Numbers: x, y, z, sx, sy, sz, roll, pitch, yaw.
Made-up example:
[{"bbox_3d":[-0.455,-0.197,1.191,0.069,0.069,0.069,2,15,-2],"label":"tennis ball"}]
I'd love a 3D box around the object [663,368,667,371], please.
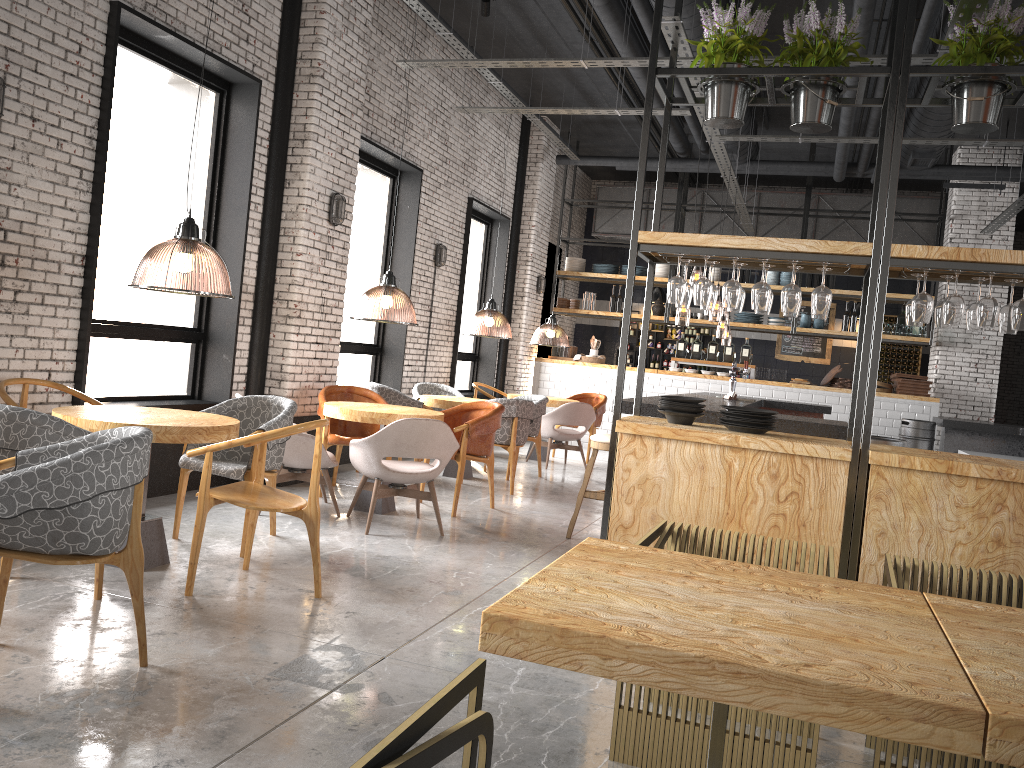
[{"bbox_3d":[2.944,-0.259,17.050,0.092,0.112,0.100,6,1,5],"label":"object"}]

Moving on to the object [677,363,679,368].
[{"bbox_3d":[3.155,-0.382,16.992,0.100,0.139,0.088,6,1,19],"label":"object"}]

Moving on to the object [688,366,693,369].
[{"bbox_3d":[3.401,-0.266,16.907,0.100,0.139,0.088,6,1,19],"label":"object"}]

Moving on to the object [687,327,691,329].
[{"bbox_3d":[3.383,-1.110,16.907,0.076,0.111,0.076,6,1,-7],"label":"object"}]

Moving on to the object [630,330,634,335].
[{"bbox_3d":[2.338,-1.002,17.255,0.076,0.111,0.076,6,1,13],"label":"object"}]

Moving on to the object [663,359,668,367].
[{"bbox_3d":[2.956,-0.405,17.059,0.100,0.139,0.088,6,1,19],"label":"object"}]

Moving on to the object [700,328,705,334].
[{"bbox_3d":[3.624,-1.081,16.845,0.079,0.280,0.079,6,1,-8],"label":"object"}]

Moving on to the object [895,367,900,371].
[{"bbox_3d":[6.816,-0.269,15.666,0.079,0.079,0.283,6,2,18],"label":"object"}]

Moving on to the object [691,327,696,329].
[{"bbox_3d":[3.461,-1.102,16.883,0.076,0.111,0.076,6,1,23],"label":"object"}]

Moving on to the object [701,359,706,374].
[{"bbox_3d":[3.640,-0.333,16.825,0.079,0.280,0.079,6,1,22],"label":"object"}]

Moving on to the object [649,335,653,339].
[{"bbox_3d":[2.689,-0.904,17.133,0.071,0.083,0.071,6,1,8],"label":"object"}]

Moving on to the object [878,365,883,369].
[{"bbox_3d":[6.540,-0.299,15.728,0.079,0.079,0.283,6,2,18],"label":"object"}]

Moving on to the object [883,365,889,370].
[{"bbox_3d":[6.632,-0.289,15.707,0.079,0.079,0.283,6,2,18],"label":"object"}]

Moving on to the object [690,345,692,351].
[{"bbox_3d":[3.433,-0.690,16.903,0.081,0.113,0.071,6,1,18],"label":"object"}]

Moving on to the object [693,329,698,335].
[{"bbox_3d":[3.489,-0.987,16.870,0.076,0.111,0.076,6,1,13],"label":"object"}]

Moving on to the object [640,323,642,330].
[{"bbox_3d":[2.529,-1.118,17.191,0.079,0.156,0.079,5,1,-42],"label":"object"}]

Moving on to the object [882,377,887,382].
[{"bbox_3d":[6.603,-0.080,15.687,0.079,0.079,0.281,6,2,18],"label":"object"}]

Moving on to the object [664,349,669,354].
[{"bbox_3d":[2.968,-0.637,17.054,0.119,0.111,0.085,5,1,-13],"label":"object"}]

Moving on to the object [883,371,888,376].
[{"bbox_3d":[6.627,-0.185,15.726,0.079,0.079,0.281,6,2,18],"label":"object"}]

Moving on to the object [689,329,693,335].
[{"bbox_3d":[3.410,-0.996,16.894,0.076,0.111,0.076,7,1,38],"label":"object"}]

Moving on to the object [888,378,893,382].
[{"bbox_3d":[6.697,-0.070,15.670,0.079,0.079,0.281,6,2,18],"label":"object"}]

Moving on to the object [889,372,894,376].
[{"bbox_3d":[6.710,-0.174,15.678,0.079,0.079,0.281,6,2,18],"label":"object"}]

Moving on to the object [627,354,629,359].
[{"bbox_3d":[2.249,-0.538,17.271,0.070,0.083,0.071,5,2,-32],"label":"object"}]

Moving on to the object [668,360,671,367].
[{"bbox_3d":[3.058,-0.393,17.024,0.100,0.139,0.088,6,1,19],"label":"object"}]

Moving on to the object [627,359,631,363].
[{"bbox_3d":[2.278,-0.451,17.261,0.071,0.083,0.071,7,2,43],"label":"object"}]

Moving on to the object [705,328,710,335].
[{"bbox_3d":[3.713,-1.071,16.815,0.079,0.280,0.079,6,1,12],"label":"object"}]

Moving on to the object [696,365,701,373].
[{"bbox_3d":[3.554,-0.343,16.851,0.079,0.280,0.079,6,1,37],"label":"object"}]

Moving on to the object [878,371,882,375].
[{"bbox_3d":[6.532,-0.195,15.738,0.079,0.079,0.281,6,2,18],"label":"object"}]

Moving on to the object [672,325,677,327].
[{"bbox_3d":[3.122,-1.173,16.994,0.079,0.156,0.079,5,1,-37],"label":"object"}]

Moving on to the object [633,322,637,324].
[{"bbox_3d":[2.393,-1.233,17.261,0.081,0.113,0.071,6,1,19],"label":"object"}]

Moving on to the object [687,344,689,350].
[{"bbox_3d":[3.341,-0.700,16.934,0.081,0.113,0.071,6,1,18],"label":"object"}]

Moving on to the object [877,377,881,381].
[{"bbox_3d":[6.526,-0.090,15.754,0.079,0.079,0.281,6,2,18],"label":"object"}]

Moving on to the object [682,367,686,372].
[{"bbox_3d":[3.287,-0.264,16.922,0.076,0.111,0.076,5,1,-17],"label":"object"}]

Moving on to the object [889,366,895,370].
[{"bbox_3d":[6.721,-0.279,15.677,0.079,0.079,0.283,6,2,18],"label":"object"}]

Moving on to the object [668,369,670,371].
[{"bbox_3d":[3.034,-0.246,17.021,0.092,0.108,0.105,6,2,30],"label":"object"}]

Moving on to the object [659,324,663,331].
[{"bbox_3d":[2.878,-1.164,17.096,0.079,0.280,0.079,6,1,-3],"label":"object"}]

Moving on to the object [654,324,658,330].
[{"bbox_3d":[2.790,-1.174,17.126,0.079,0.280,0.079,6,1,22],"label":"object"}]

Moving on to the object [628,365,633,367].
[{"bbox_3d":[2.304,-0.325,17.280,0.090,0.101,0.111,5,1,-15],"label":"object"}]

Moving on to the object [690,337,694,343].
[{"bbox_3d":[3.432,-0.835,16.884,0.076,0.111,0.076,6,1,-7],"label":"object"}]

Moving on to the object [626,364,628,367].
[{"bbox_3d":[2.209,-0.336,17.311,0.090,0.101,0.111,5,2,-20],"label":"object"}]

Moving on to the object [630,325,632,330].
[{"bbox_3d":[2.303,-1.104,17.266,0.071,0.083,0.071,7,2,43],"label":"object"}]

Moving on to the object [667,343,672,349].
[{"bbox_3d":[3.034,-0.727,17.044,0.090,0.101,0.111,5,1,-15],"label":"object"}]

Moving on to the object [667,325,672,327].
[{"bbox_3d":[3.032,-1.183,17.025,0.079,0.156,0.079,6,1,28],"label":"object"}]

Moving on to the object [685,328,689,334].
[{"bbox_3d":[3.333,-1.004,16.921,0.076,0.111,0.076,6,1,28],"label":"object"}]

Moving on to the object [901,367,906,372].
[{"bbox_3d":[6.899,-0.259,15.617,0.079,0.079,0.283,6,2,18],"label":"object"}]

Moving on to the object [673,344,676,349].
[{"bbox_3d":[3.127,-0.716,17.013,0.090,0.101,0.111,5,1,-15],"label":"object"}]

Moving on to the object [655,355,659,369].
[{"bbox_3d":[2.808,-0.427,17.103,0.079,0.280,0.079,6,1,-13],"label":"object"}]

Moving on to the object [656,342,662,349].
[{"bbox_3d":[2.842,-0.746,17.103,0.100,0.139,0.088,6,1,19],"label":"object"}]

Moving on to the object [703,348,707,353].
[{"bbox_3d":[3.669,-0.637,16.816,0.088,0.108,0.107,5,1,-21],"label":"object"}]

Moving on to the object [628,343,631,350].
[{"bbox_3d":[2.259,-0.731,17.298,0.100,0.139,0.088,6,1,19],"label":"object"}]

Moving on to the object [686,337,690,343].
[{"bbox_3d":[3.349,-0.845,16.912,0.076,0.111,0.076,7,2,43],"label":"object"}]

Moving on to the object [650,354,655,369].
[{"bbox_3d":[2.718,-0.437,17.133,0.079,0.280,0.079,6,1,27],"label":"object"}]

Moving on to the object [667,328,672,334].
[{"bbox_3d":[3.025,-1.028,17.038,0.092,0.112,0.100,6,1,5],"label":"object"}]

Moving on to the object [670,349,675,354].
[{"bbox_3d":[3.077,-0.620,17.028,0.090,0.101,0.111,5,1,-15],"label":"object"}]
